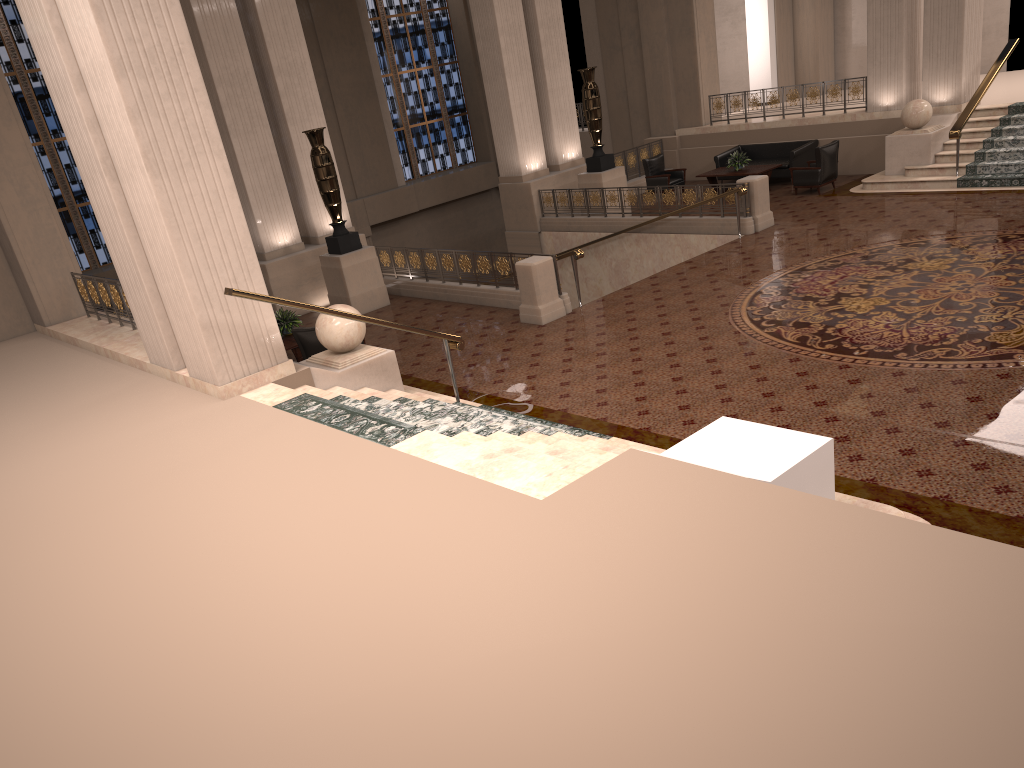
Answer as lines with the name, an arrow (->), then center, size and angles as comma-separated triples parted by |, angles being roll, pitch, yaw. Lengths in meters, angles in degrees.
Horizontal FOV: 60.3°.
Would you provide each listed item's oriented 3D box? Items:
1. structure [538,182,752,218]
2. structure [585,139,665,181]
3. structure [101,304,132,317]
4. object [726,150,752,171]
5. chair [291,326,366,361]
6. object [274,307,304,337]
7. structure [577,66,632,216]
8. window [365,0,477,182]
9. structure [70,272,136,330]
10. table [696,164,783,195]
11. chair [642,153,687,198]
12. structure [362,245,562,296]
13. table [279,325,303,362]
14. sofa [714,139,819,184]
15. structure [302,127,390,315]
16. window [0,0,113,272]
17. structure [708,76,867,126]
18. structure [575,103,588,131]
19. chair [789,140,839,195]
structure -> 2.173, -3.277, 15.875 | 0.077, 0.561, 4.859 | -29, 27, -35
structure -> 2.548, -4.852, 19.586 | 2.474, 0.683, 0.031 | -25, 28, -33
structure -> -5.154, -1.225, 13.973 | 2.474, 0.683, 0.031 | -25, 28, -33
object -> 4.458, -4.424, 17.405 | 0.501, 0.393, 0.504 | -13, 22, -4
chair -> -2.169, -0.385, 10.734 | 0.649, 0.881, 0.686 | -6, 23, 12
object -> -3.054, -0.842, 11.809 | 0.501, 0.393, 0.504 | -13, 22, -4
structure -> 1.656, -4.589, 17.033 | 0.683, 2.910, 0.688 | -28, 29, -34
window -> -2.604, -8.447, 23.702 | 2.916, 5.592, 0.068 | -27, 29, -33
structure -> -4.664, -0.953, 10.625 | 0.031, 0.652, 3.635 | -29, 26, -35
table -> 4.532, -4.050, 17.598 | 0.818, 0.455, 1.451 | -27, 25, -35
chair -> 3.224, -4.389, 18.608 | 0.708, 0.881, 0.629 | 12, 32, 43
structure -> -0.948, -1.807, 13.601 | 0.077, 0.561, 4.855 | -29, 26, -34
table -> -3.130, -0.442, 12.014 | 0.818, 0.455, 1.451 | -27, 25, -35
sofa -> 5.183, -4.494, 18.036 | 0.853, 0.738, 1.891 | -27, 26, -35
structure -> -2.717, -2.530, 13.847 | 0.683, 2.910, 0.688 | -28, 29, -34
window -> -10.261, -4.841, 18.122 | 2.916, 5.592, 0.068 | -27, 29, -33
structure -> 5.555, -5.765, 18.072 | 0.031, 0.652, 3.635 | -29, 26, -35
structure -> 1.422, -6.854, 22.765 | 0.030, 0.697, 2.121 | -29, 27, -35
chair -> 5.577, -3.965, 16.195 | 0.632, 0.881, 0.705 | -28, 28, -34
